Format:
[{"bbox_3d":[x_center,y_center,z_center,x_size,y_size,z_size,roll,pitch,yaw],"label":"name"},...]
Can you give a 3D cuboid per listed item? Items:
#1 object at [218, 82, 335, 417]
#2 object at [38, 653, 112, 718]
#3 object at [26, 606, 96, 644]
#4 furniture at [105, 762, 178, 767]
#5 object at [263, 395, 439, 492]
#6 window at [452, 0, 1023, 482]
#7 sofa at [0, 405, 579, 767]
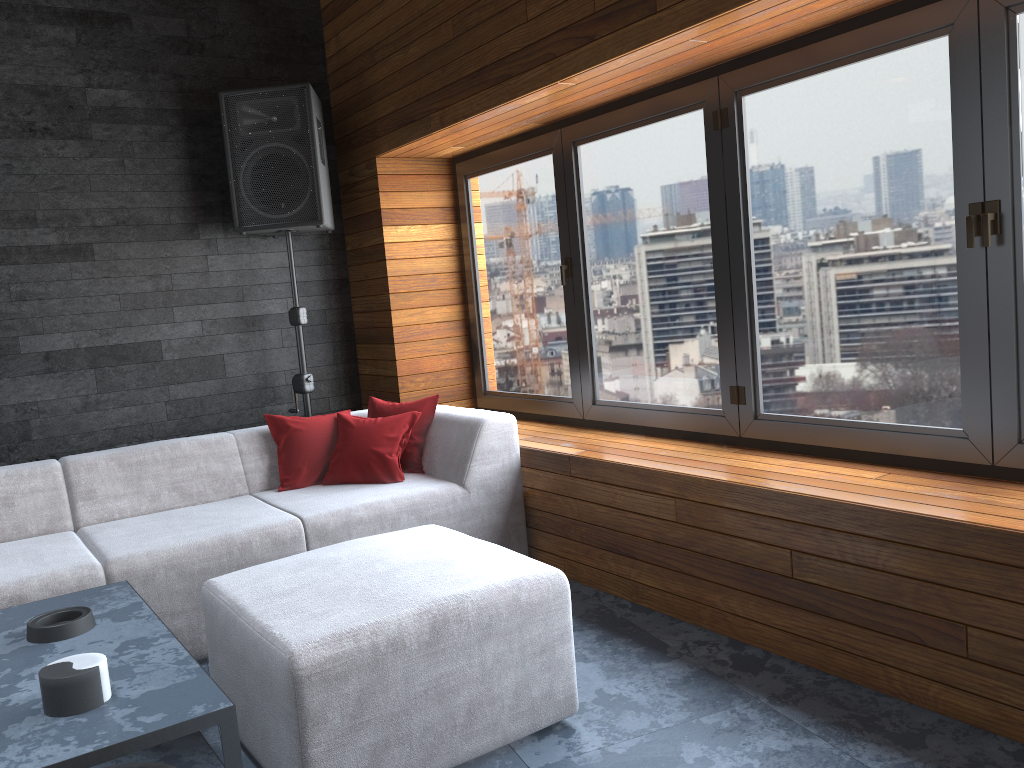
[{"bbox_3d":[-1.188,-0.322,4.603,0.639,2.298,0.686,-5,6,5],"label":"object"},{"bbox_3d":[-0.901,0.619,1.830,0.126,0.081,0.126,-2,7,29],"label":"object"},{"bbox_3d":[-1.160,0.617,2.279,0.160,0.040,0.160,-1,7,34],"label":"object"},{"bbox_3d":[-0.641,0.878,1.442,0.401,0.462,0.402,-4,6,7],"label":"furniture"},{"bbox_3d":[-0.677,0.267,3.919,0.742,0.354,0.528,-9,7,-33],"label":"object"},{"bbox_3d":[1.349,-0.428,2.521,0.101,1.521,5.936,-9,7,-33],"label":"window"},{"bbox_3d":[-1.530,0.723,2.596,4.035,0.693,2.205,-9,7,-33],"label":"sofa"}]
